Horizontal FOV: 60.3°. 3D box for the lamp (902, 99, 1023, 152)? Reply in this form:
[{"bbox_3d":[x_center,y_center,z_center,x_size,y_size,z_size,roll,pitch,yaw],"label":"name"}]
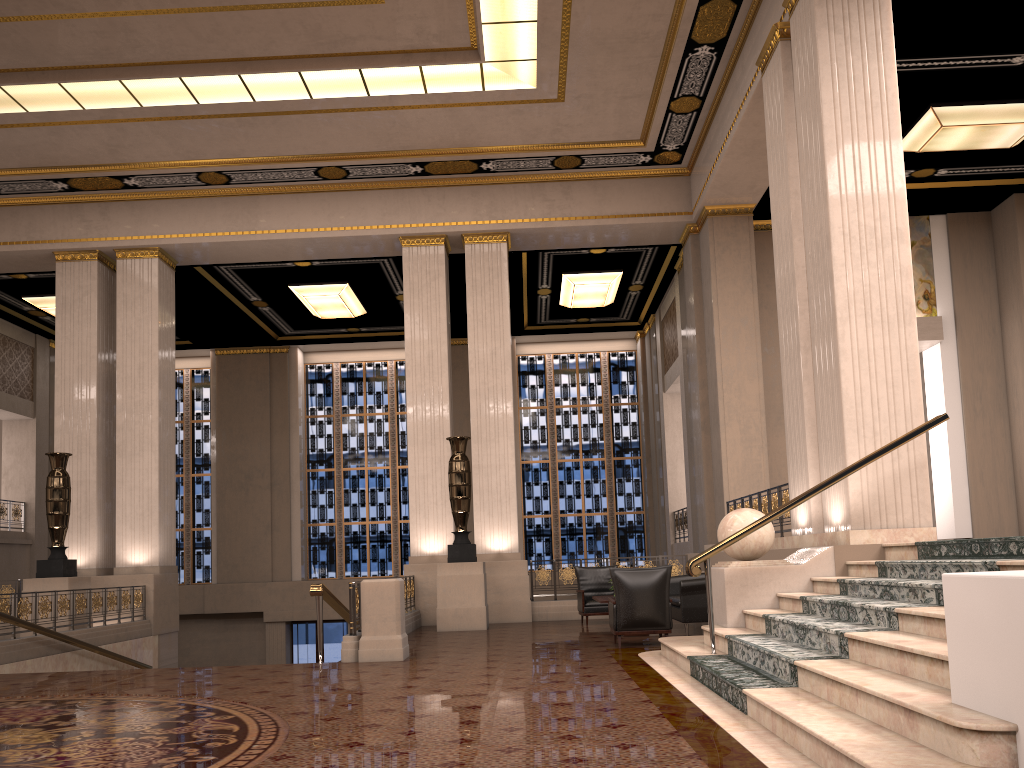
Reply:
[{"bbox_3d":[6.164,-3.366,11.689,1.715,0.212,1.186,-2,-11,1],"label":"lamp"}]

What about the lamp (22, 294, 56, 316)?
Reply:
[{"bbox_3d":[-9.010,-1.464,18.261,1.167,0.211,2.048,-2,-11,1],"label":"lamp"}]

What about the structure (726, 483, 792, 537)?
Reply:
[{"bbox_3d":[3.179,1.693,11.281,0.032,0.616,3.751,-2,-11,1],"label":"structure"}]

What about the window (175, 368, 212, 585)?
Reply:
[{"bbox_3d":[-8.680,2.289,21.770,2.987,5.303,0.070,-2,-5,1],"label":"window"}]

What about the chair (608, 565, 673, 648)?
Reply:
[{"bbox_3d":[1.361,2.365,9.412,0.647,0.835,0.727,-2,-8,1],"label":"chair"}]

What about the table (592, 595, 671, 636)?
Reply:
[{"bbox_3d":[1.489,2.913,11.138,0.839,0.430,1.498,-2,-11,1],"label":"table"}]

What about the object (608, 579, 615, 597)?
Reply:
[{"bbox_3d":[1.459,2.509,11.161,0.505,0.372,0.529,-8,-11,33],"label":"object"}]

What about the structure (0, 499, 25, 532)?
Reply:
[{"bbox_3d":[-10.603,2.679,18.044,0.031,0.659,2.188,-2,-11,1],"label":"structure"}]

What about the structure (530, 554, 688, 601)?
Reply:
[{"bbox_3d":[1.564,3.108,14.125,2.534,0.648,0.032,-2,-5,1],"label":"structure"}]

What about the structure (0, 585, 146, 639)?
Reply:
[{"bbox_3d":[-5.808,2.929,11.368,0.079,0.530,5.013,-2,-11,1],"label":"structure"}]

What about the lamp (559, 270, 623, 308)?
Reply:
[{"bbox_3d":[1.590,-1.897,18.070,1.167,0.211,2.048,-2,-11,1],"label":"lamp"}]

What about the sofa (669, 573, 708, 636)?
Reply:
[{"bbox_3d":[2.402,2.745,11.137,0.875,0.697,1.952,-2,-11,1],"label":"sofa"}]

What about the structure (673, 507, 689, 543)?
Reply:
[{"bbox_3d":[3.450,2.839,17.725,0.031,0.659,2.188,-2,-11,1],"label":"structure"}]

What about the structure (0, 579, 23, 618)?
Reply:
[{"bbox_3d":[-8.870,3.534,14.313,2.534,0.648,0.032,-2,-5,1],"label":"structure"}]

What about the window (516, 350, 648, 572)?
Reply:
[{"bbox_3d":[1.693,1.865,21.583,2.987,5.303,0.070,-2,-5,1],"label":"window"}]

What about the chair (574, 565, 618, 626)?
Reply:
[{"bbox_3d":[1.283,3.066,12.839,0.647,0.835,0.727,-2,-8,-4],"label":"chair"}]

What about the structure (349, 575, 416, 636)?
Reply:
[{"bbox_3d":[-1.580,2.757,11.292,0.079,0.530,5.013,-2,-11,0],"label":"structure"}]

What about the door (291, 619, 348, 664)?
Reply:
[{"bbox_3d":[-4.508,6.913,20.793,1.491,2.696,0.157,-2,-5,1],"label":"door"}]

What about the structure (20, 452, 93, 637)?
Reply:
[{"bbox_3d":[-6.672,2.407,12.952,0.700,2.759,0.708,-2,-6,1],"label":"structure"}]

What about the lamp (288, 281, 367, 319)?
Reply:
[{"bbox_3d":[-3.755,-1.679,18.167,1.167,0.211,2.048,-2,-11,1],"label":"lamp"}]

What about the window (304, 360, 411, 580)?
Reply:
[{"bbox_3d":[-3.581,2.081,21.678,2.987,5.303,0.070,-2,-5,1],"label":"window"}]

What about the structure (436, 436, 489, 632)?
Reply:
[{"bbox_3d":[-0.749,2.166,12.846,0.700,2.759,0.708,-2,-6,1],"label":"structure"}]
